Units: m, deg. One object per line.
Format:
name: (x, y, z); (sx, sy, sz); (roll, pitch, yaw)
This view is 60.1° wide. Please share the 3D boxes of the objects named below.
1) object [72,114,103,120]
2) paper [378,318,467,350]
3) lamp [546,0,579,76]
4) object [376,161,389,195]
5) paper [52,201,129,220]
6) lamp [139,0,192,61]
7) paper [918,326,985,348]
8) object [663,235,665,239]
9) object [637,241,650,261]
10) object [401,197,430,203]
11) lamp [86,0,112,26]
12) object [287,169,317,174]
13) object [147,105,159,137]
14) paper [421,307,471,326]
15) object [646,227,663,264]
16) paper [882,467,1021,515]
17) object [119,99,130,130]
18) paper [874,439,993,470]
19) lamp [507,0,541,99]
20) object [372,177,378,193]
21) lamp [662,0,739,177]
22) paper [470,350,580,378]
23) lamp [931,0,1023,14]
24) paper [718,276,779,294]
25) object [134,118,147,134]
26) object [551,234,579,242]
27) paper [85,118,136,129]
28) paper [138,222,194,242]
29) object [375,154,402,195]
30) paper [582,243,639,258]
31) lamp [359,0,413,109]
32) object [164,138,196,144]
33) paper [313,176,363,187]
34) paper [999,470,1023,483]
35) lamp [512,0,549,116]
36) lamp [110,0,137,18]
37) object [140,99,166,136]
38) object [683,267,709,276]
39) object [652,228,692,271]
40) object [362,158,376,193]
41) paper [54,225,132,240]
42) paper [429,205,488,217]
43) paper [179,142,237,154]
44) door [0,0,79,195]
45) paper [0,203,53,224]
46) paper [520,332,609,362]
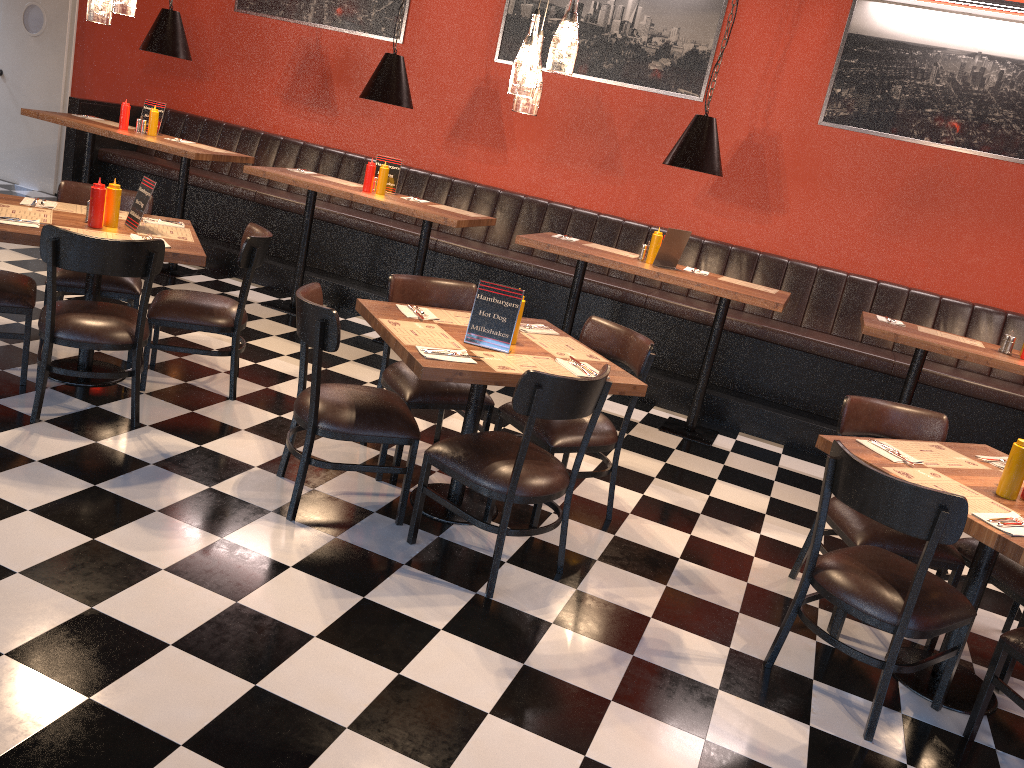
object: (-3.514, -2.208, 7.313); (0.158, 0.019, 0.257); (16, 16, 14)
paper: (-0.365, -0.203, 3.582); (0.260, 0.001, 0.370); (4, 18, -27)
lamp: (0.383, -2.116, 3.172); (0.108, 1.946, 0.110); (6, 15, -25)
object: (-0.916, -1.464, 6.290); (0.068, 0.235, 0.068); (19, 15, 26)
paper: (-2.200, -0.906, 4.638); (0.365, 0.001, 0.264); (4, 18, -27)
lamp: (-2.435, -3.474, 6.536); (0.381, 2.024, 0.386); (4, 16, -30)
paper: (2.620, -0.284, 5.297); (0.367, 0.001, 0.262); (18, 17, 20)
object: (0.996, -0.880, 5.707); (0.068, 0.235, 0.068); (15, 14, 12)
object: (0.876, -0.866, 5.758); (0.093, 0.135, 0.047); (8, 14, -17)
object: (-0.707, -1.340, 6.421); (0.158, 0.019, 0.257); (16, 16, 14)
lamp: (-1.709, -2.592, 3.870); (0.109, 1.946, 0.109); (20, 15, 29)
object: (-1.598, -1.613, 6.693); (0.158, 0.019, 0.257); (16, 16, 14)
object: (-2.813, -2.068, 6.954); (0.068, 0.235, 0.068); (11, 14, -7)
paper: (-0.217, -0.295, 4.015); (0.365, 0.001, 0.264); (5, 17, -25)
object: (0.915, -0.884, 5.661); (0.068, 0.235, 0.068); (14, 14, 7)
paper: (1.493, 0.362, 3.024); (0.260, 0.001, 0.370); (4, 18, -27)
object: (-3.032, -2.111, 6.937); (0.068, 0.235, 0.068); (11, 14, -7)
paper: (1.636, 0.273, 3.443); (0.365, 0.001, 0.264); (4, 18, -26)
lamp: (0.235, -2.044, 3.218); (0.108, 1.946, 0.109); (12, 13, 0)
object: (-1.006, -1.455, 6.380); (0.094, 0.135, 0.047); (14, 14, 8)
lamp: (1.334, -2.292, 5.281); (0.381, 2.024, 0.386); (4, 16, -30)
paper: (0.050, -0.079, 3.465); (0.365, 0.001, 0.264); (4, 18, -27)
lamp: (3.265, -2.591, 6.039); (1.449, 0.055, 0.082); (17, 16, 18)
paper: (1.522, -0.638, 5.698); (0.367, 0.001, 0.262); (18, 17, 20)
object: (-2.929, -2.053, 7.005); (0.094, 0.135, 0.047); (15, 14, 9)
object: (0.362, -1.002, 6.054); (0.158, 0.019, 0.257); (16, 16, 14)
paper: (-3.262, -2.132, 7.268); (0.367, 0.001, 0.262); (18, 17, 20)
paper: (-1.770, -0.777, 4.516); (0.260, 0.001, 0.370); (5, 17, -25)
object: (-0.922, -1.533, 6.490); (0.188, 0.254, 0.073); (12, 14, -3)
paper: (0.681, -0.901, 5.975); (0.367, 0.001, 0.262); (18, 17, 20)
lamp: (-0.666, -2.919, 5.947); (0.381, 2.024, 0.386); (4, 16, -30)
object: (-2.640, -1.932, 7.014); (0.158, 0.019, 0.257); (16, 16, 14)
paper: (-1.279, -1.512, 6.614); (0.367, 0.001, 0.262); (18, 17, 20)
paper: (2.063, 0.403, 3.313); (0.260, 0.001, 0.370); (5, 17, -24)
lamp: (0.253, -2.015, 3.349); (0.109, 1.946, 0.109); (20, 15, 29)
lamp: (-1.580, -2.616, 3.832); (0.108, 1.946, 0.110); (5, 15, -29)
object: (-2.900, -2.148, 7.130); (0.188, 0.254, 0.073); (15, 14, 9)
object: (1.203, -0.739, 5.777); (0.158, 0.019, 0.257); (16, 16, 14)
object: (1.013, -0.858, 5.608); (0.188, 0.254, 0.073); (4, 16, -30)
object: (-1.007, -1.479, 6.273); (0.068, 0.235, 0.068); (23, 17, 37)
paper: (-1.913, -0.679, 4.067); (0.365, 0.001, 0.264); (4, 18, -28)
paper: (-0.388, -1.239, 6.342); (0.367, 0.001, 0.262); (18, 17, 20)
paper: (-2.389, -1.855, 6.968); (0.367, 0.001, 0.262); (18, 17, 20)
door: (-4.955, -3.125, 9.113); (1.030, 2.158, 0.162); (17, 14, 18)
paper: (-2.335, -0.815, 4.217); (0.260, 0.001, 0.370); (4, 18, -28)
paper: (0.227, -0.163, 3.891); (0.260, 0.001, 0.370); (4, 18, -27)
